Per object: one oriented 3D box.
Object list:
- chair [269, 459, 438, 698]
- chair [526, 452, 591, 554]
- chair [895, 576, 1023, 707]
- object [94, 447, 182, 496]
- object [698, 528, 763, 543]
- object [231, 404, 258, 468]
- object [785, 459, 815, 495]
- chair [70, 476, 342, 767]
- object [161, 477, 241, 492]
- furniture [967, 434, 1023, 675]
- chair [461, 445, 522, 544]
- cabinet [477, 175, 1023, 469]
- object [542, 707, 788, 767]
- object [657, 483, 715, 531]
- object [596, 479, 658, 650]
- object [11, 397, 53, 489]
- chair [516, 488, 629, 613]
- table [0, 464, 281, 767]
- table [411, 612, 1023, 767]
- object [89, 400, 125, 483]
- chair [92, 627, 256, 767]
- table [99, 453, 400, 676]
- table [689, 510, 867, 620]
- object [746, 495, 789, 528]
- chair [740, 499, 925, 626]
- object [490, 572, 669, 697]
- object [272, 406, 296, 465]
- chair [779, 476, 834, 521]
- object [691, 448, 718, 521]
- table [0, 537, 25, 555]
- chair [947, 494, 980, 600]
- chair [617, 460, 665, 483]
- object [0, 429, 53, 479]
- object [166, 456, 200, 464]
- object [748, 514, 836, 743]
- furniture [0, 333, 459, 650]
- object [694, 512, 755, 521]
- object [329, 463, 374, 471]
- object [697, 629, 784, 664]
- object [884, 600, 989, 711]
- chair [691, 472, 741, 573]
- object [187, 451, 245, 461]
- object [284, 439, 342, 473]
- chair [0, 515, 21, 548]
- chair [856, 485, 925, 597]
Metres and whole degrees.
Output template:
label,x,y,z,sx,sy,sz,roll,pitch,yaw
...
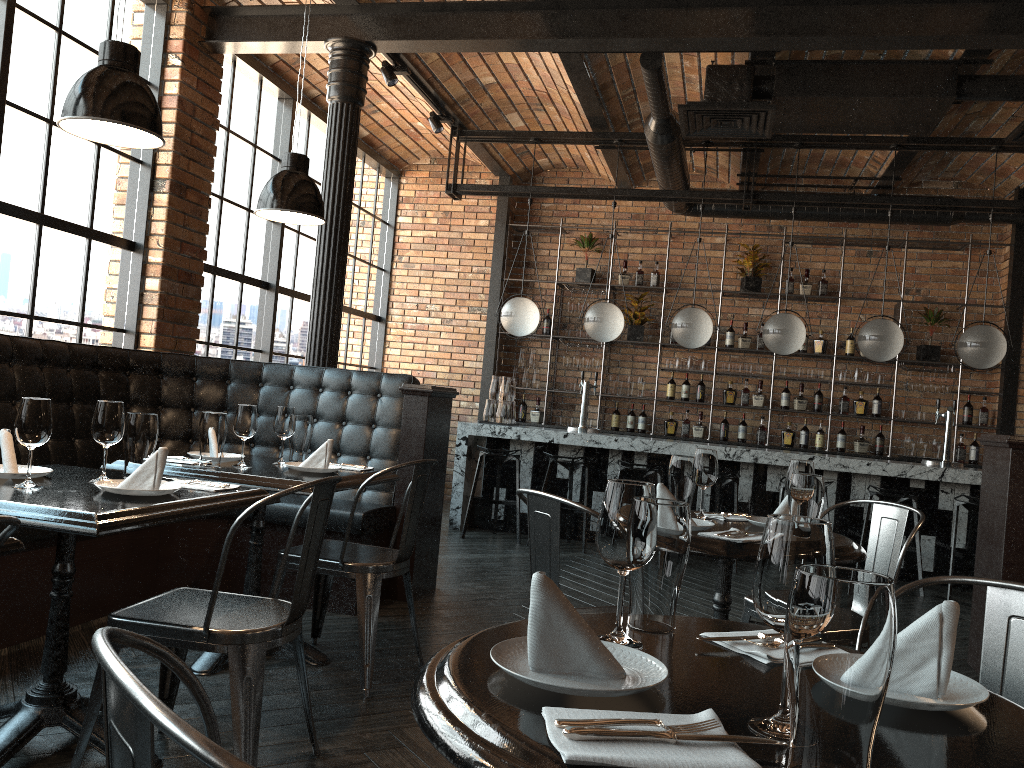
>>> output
label,x,y,z,sx,sy,sz,roll,pitch,yaw
chair,-0.624,0.695,3.495,0.558,0.857,0.504,5,-1,18
chair,0.428,0.918,7.033,0.475,0.737,0.414,5,-1,18
chair,0.704,0.772,1.444,0.558,0.857,0.504,6,-1,-37
object,-1.060,0.244,2.527,0.232,0.139,0.232,5,-1,10
object,0.696,0.457,2.701,0.157,0.019,0.255,4,-2,44
object,-1.059,0.204,3.508,0.092,0.244,0.092,6,-1,-26
object,0.920,0.366,2.841,0.092,0.244,0.092,5,-1,13
chair,-0.807,0.659,2.467,0.558,0.857,0.504,5,-1,8
object,-0.995,0.309,2.774,0.255,0.019,0.157,5,-1,14
furniture,2.653,0.770,1.617,1.979,1.212,5.451,5,-1,13
chair,-0.126,0.872,7.165,0.475,0.737,0.414,5,-1,3
cabinet,1.380,-0.419,9.174,7.075,3.779,0.564,5,-1,13
object,0.164,0.375,0.954,0.255,0.019,0.157,5,-1,-6
object,0.531,0.390,2.823,0.232,0.139,0.232,6,-1,-33
object,0.170,0.270,1.342,0.092,0.244,0.092,6,-1,-23
object,-1.313,0.160,2.426,0.092,0.244,0.092,6,-1,-37
chair,0.278,0.759,2.691,0.558,0.857,0.504,6,-1,-32
table,-1.303,0.667,2.554,0.872,0.758,0.872,5,-1,13
table,0.271,0.778,1.174,0.866,0.758,0.866,6,-1,-23
object,-1.221,0.173,2.672,0.092,0.244,0.092,6,-1,-26
chair,-0.156,0.685,0.909,0.558,0.857,0.504,6,-1,-37
table,-1.051,0.711,3.627,0.872,0.758,0.872,5,-1,13
table,0.691,0.851,2.959,0.866,0.758,0.866,6,-1,-23
object,0.923,0.429,3.034,0.232,0.139,0.232,5,-1,-17
chair,1.144,0.846,3.228,0.558,0.857,0.504,5,-1,-22
object,0.091,0.318,1.161,0.232,0.139,0.232,5,-1,10
object,-0.967,0.217,3.754,0.092,0.244,0.092,6,-1,-26
chair,2.159,1.063,6.620,0.475,0.737,0.414,5,-1,8
object,0.668,0.348,3.091,0.092,0.244,0.092,5,-1,13
table,-1.553,0.624,1.494,0.872,0.758,0.872,5,-1,13
chair,3.325,1.160,6.342,0.475,0.737,0.414,5,-1,8
chair,0.974,0.964,6.903,0.475,0.737,0.414,5,-1,8
object,-1.489,0.208,2.636,0.232,0.139,0.232,5,-1,7
object,-1.290,0.297,3.500,0.255,0.019,0.157,5,-1,14
object,0.321,0.277,1.021,0.092,0.244,0.092,5,-1,10
furniture,-1.935,0.387,2.715,1.979,1.212,5.451,5,-1,13
object,0.774,0.474,3.200,0.255,0.019,0.157,6,-1,-26
object,-0.740,0.353,3.856,0.255,0.019,0.157,5,-1,14
object,0.408,0.405,1.396,0.255,0.019,0.157,6,-1,-26
object,0.531,0.358,1.225,0.232,0.139,0.232,6,-1,-32
chair,1.537,1.011,6.769,0.475,0.737,0.414,5,-1,23
object,-1.235,0.252,3.718,0.232,0.139,0.232,5,-1,7
object,-0.805,0.287,3.609,0.232,0.139,0.232,5,-1,10
chair,-1.154,0.607,1.400,0.558,0.857,0.504,5,-1,18
chair,2.759,1.113,6.477,0.475,0.737,0.414,5,-1,18
